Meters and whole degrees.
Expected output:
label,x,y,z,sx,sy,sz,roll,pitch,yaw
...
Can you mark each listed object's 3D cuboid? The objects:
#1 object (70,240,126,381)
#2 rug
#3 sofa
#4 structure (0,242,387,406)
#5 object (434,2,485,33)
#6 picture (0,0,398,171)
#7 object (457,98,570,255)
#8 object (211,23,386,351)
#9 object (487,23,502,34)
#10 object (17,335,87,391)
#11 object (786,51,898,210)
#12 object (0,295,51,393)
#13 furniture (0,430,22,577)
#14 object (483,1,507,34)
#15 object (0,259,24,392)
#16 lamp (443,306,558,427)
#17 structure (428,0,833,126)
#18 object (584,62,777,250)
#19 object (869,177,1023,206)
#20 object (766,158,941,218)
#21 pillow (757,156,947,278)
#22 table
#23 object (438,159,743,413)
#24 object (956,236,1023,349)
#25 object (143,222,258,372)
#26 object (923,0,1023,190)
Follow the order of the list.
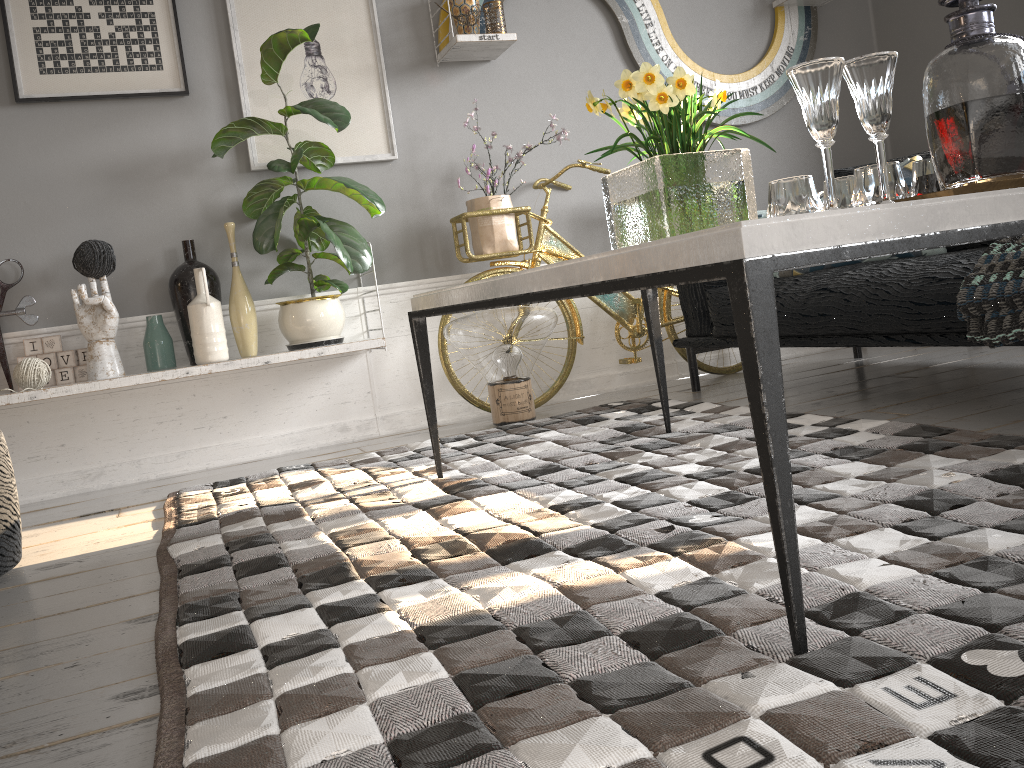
label,x,y,z,sx,sy,sz,roll,pitch,yaw
object,-1.423,-0.257,3.050,0.155,0.482,0.136,-9,2,-21
rug,0.164,0.244,1.932,1.776,0.034,2.527,-10,6,-21
sofa,1.441,-0.385,2.642,0.973,0.795,2.340,-10,5,-21
structure,-1.812,-0.136,2.911,2.785,0.485,0.308,-10,3,-21
object,-0.200,-1.447,3.500,0.196,0.165,0.060,-7,2,13
picture,-3.183,-0.762,0.398,7.319,1.790,4.039,-10,5,-21
object,0.021,-0.846,3.555,0.488,0.640,0.254,-8,2,-3
object,-0.773,-0.708,3.261,0.565,1.148,0.418,-7,2,19
object,-0.070,-1.440,3.648,0.062,0.081,0.063,-5,4,45
object,-1.579,-0.083,3.085,0.265,0.173,0.078,-9,2,-15
object,0.499,-0.359,1.299,0.168,0.226,0.082,-9,2,-9
object,-1.822,-0.159,2.876,0.547,0.439,0.238,-10,3,-21
furniture,-1.492,0.315,1.921,0.739,0.356,0.734,-11,5,-34
object,-0.068,-1.461,3.566,0.086,0.139,0.085,-10,3,-28
object,-1.778,-0.195,3.050,0.222,0.462,0.019,-9,2,-21
lamp,-0.021,-0.069,3.320,0.432,0.436,0.434,-8,3,10
structure,0.639,-1.617,3.911,2.029,0.953,0.266,-10,2,-21
object,0.320,-0.442,1.765,0.326,0.350,0.352,-9,4,-19
object,0.692,-0.291,1.384,0.247,0.015,0.318,-10,6,-21
object,0.589,-0.315,1.472,0.281,0.087,0.245,-13,7,-43
pillow,1.143,-0.575,3.198,0.446,0.361,0.796,-11,6,-38
table,0.356,-0.011,1.773,0.735,0.509,1.456,-10,5,-21
object,0.451,-0.441,3.733,1.634,0.968,0.425,-11,3,-30
object,1.393,-0.291,1.973,0.492,0.328,0.666,-10,5,-26
object,-1.128,-0.313,3.149,0.330,0.487,0.287,-7,3,29
object,0.697,-0.489,1.324,0.156,0.416,0.148,-8,2,-1
